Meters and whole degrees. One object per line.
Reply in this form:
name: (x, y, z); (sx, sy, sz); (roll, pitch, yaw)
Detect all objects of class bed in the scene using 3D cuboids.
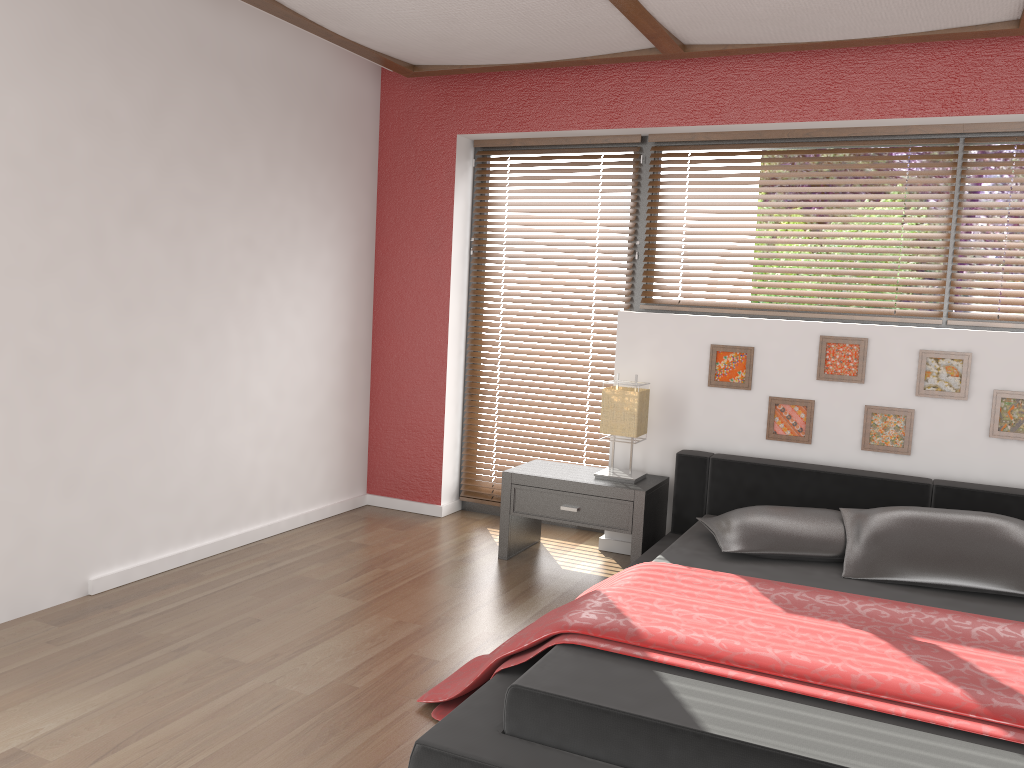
bed: (1.138, 0.744, 2.762); (2.469, 0.577, 2.413); (5, 6, 25)

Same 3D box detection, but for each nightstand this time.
nightstand: (0.342, 0.640, 4.235); (0.700, 0.423, 0.413); (5, 6, 25)

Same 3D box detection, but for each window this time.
window: (0.212, -0.327, 4.889); (0.889, 1.893, 0.020); (5, 6, 25)
window: (2.005, -0.700, 4.021); (2.817, 0.786, 0.020); (5, 6, 25)

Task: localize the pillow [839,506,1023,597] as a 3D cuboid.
pillow: (1.567, 0.583, 3.190); (0.744, 0.241, 0.386); (5, 6, 20)

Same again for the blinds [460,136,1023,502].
blinds: (1.944, -0.121, 4.016); (4.840, 1.952, 0.032); (5, 6, 25)

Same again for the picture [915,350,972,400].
picture: (1.829, -0.039, 3.760); (0.200, 0.200, 0.010); (5, 6, 25)

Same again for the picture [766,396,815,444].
picture: (1.267, 0.165, 4.039); (0.200, 0.200, 0.010); (5, 6, 25)

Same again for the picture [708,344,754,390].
picture: (1.020, -0.079, 4.136); (0.200, 0.200, 0.010); (5, 6, 25)

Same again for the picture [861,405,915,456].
picture: (1.638, 0.201, 3.867); (0.200, 0.200, 0.010); (5, 6, 25)

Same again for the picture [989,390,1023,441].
picture: (2.087, 0.131, 3.651); (0.200, 0.200, 0.010); (5, 6, 25)

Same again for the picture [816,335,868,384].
picture: (1.461, -0.109, 3.927); (0.200, 0.200, 0.010); (5, 6, 25)

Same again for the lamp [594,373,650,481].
lamp: (0.526, 0.192, 4.161); (0.200, 0.480, 0.200); (5, 6, 25)

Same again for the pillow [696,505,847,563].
pillow: (1.137, 0.585, 3.487); (0.745, 0.172, 0.418); (3, 5, 0)
